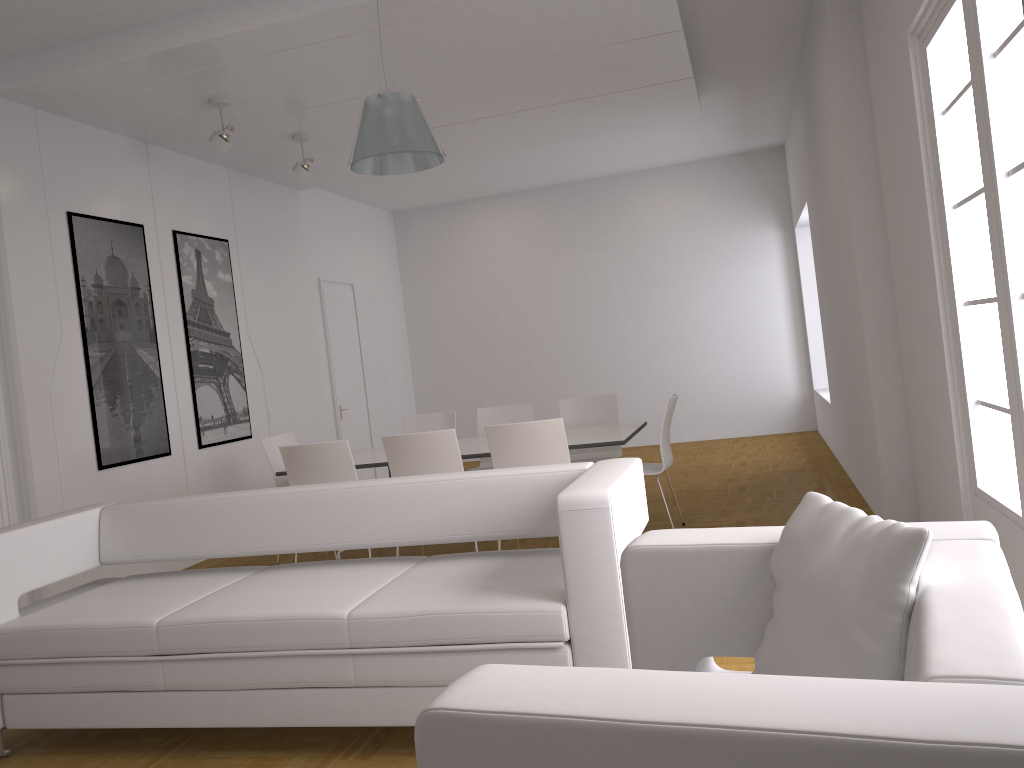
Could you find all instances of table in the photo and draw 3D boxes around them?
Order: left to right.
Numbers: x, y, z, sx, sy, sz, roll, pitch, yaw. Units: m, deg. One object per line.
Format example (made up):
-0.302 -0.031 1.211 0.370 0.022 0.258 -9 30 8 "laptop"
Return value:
-0.265 0.798 6.332 2.409 0.722 1.212 -6 1 15 "table"

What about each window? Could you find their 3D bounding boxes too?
1.514 -0.217 2.221 0.195 2.527 3.353 -7 1 15 "window"

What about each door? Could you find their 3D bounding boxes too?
-1.892 0.019 10.264 0.132 2.453 0.872 -7 0 15 "door"

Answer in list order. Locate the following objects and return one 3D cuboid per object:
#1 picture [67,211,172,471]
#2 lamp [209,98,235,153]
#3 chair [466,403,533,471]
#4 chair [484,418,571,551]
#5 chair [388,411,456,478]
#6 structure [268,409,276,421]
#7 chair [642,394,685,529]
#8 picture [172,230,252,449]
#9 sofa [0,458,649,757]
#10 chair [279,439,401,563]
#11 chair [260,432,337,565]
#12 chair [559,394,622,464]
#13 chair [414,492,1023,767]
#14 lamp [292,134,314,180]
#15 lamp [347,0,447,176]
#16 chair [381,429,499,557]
-2.817 -0.315 6.416 0.013 1.780 0.787 -7 0 15 "picture"
-2.035 -1.790 6.171 0.167 0.364 0.173 -7 1 -32 "lamp"
-0.073 0.655 7.082 0.560 0.931 0.576 -7 1 15 "chair"
0.182 0.668 5.399 0.560 0.931 0.576 -7 1 15 "chair"
-0.706 0.726 7.255 0.560 0.931 0.576 -7 1 15 "chair"
-2.239 0.288 8.274 0.013 0.104 0.114 -7 1 15 "structure"
0.889 0.568 5.995 0.575 0.931 0.561 -7 1 15 "chair"
-2.519 -0.379 7.518 0.016 1.780 0.787 -7 0 15 "picture"
-0.799 0.863 3.453 2.621 0.848 0.823 -6 1 15 "sofa"
-1.123 0.815 5.756 0.560 0.931 0.576 -7 1 15 "chair"
-1.495 0.829 6.647 0.575 0.931 0.561 -7 1 15 "chair"
0.600 0.579 6.898 0.560 0.931 0.576 -7 1 15 "chair"
0.471 0.716 1.543 0.800 0.911 1.097 -6 1 25 "chair"
-1.734 -1.855 7.287 0.167 0.364 0.173 -7 1 -32 "lamp"
-0.605 -1.638 4.105 0.464 1.249 0.465 -7 0 15 "lamp"
-0.451 0.739 5.572 0.560 0.931 0.576 -7 1 15 "chair"
